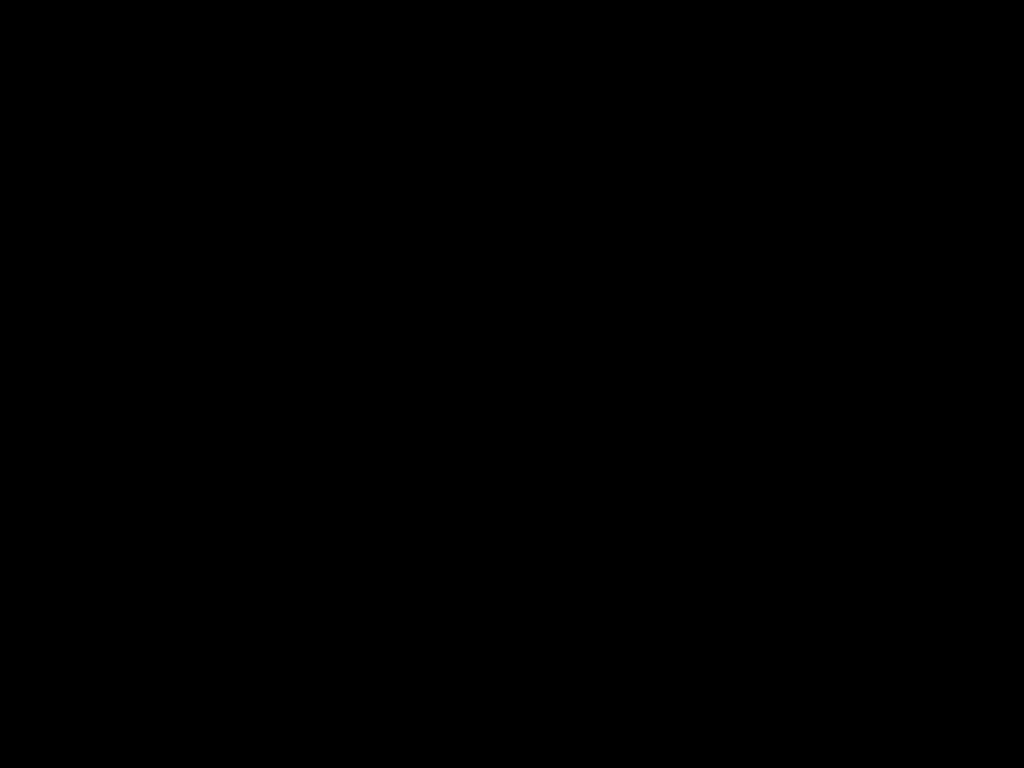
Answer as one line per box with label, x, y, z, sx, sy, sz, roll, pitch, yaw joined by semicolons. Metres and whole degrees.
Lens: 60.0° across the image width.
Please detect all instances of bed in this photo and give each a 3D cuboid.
bed;-0.474;-0.499;0.553;2.087;0.994;3.009;-2;21;-17
